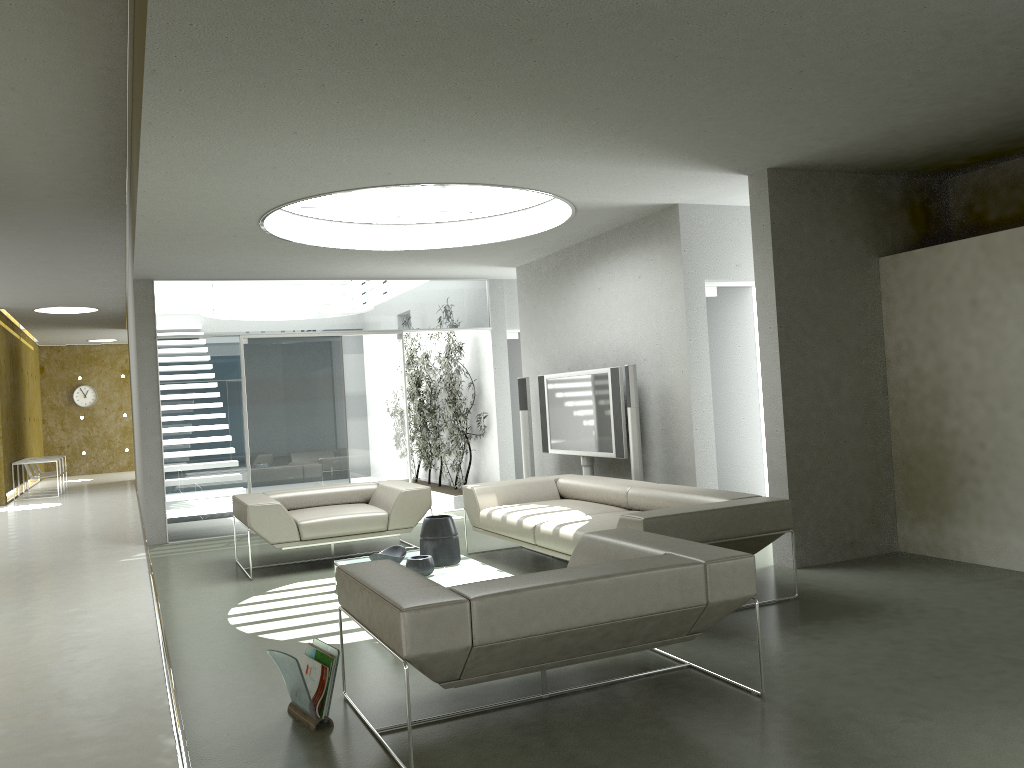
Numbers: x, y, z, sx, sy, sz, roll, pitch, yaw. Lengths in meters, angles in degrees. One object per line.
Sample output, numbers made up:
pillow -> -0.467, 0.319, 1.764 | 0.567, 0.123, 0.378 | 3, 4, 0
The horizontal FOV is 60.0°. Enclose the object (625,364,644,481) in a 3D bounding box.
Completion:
object -> 1.002, 0.577, 7.141 | 0.310, 1.469, 0.310 | -4, -1, 43

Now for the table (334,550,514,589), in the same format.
table -> -0.579, 1.286, 5.674 | 0.790, 0.200, 1.500 | -3, -1, -24

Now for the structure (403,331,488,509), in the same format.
structure -> -1.179, 0.234, 12.023 | 0.646, 2.589, 3.371 | -3, -1, -24

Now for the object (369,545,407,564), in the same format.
object -> -0.807, 1.139, 5.784 | 0.223, 0.125, 0.317 | -4, -1, 13

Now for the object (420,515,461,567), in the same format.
object -> -0.477, 1.026, 5.823 | 0.265, 0.309, 0.265 | -3, -1, -41

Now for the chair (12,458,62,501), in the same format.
chair -> -8.584, 1.720, 16.053 | 0.710, 0.667, 0.800 | -3, -1, -24

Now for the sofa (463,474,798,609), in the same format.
sofa -> 0.617, 1.027, 6.203 | 1.037, 0.585, 2.791 | -3, -1, -24

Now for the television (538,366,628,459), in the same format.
television -> 0.659, 0.272, 8.197 | 0.127, 0.781, 1.603 | -3, -1, -24

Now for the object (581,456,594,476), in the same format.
object -> 0.654, 1.008, 8.162 | 0.323, 0.689, 0.882 | -3, -1, -24

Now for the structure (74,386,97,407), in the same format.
structure -> -10.755, 0.311, 22.356 | 0.547, 0.539, 0.016 | -3, -1, -24

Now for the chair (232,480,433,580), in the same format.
chair -> -1.521, 1.182, 7.474 | 1.481, 0.583, 1.039 | -3, -1, -24

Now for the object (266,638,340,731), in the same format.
object -> -0.848, 1.223, 3.621 | 0.216, 0.288, 0.329 | -3, -1, -34

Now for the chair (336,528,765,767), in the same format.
chair -> 0.116, 1.018, 3.720 | 1.481, 0.583, 1.039 | -3, -1, -24

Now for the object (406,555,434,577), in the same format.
object -> -0.568, 1.125, 5.469 | 0.177, 0.113, 0.177 | -3, -1, -43

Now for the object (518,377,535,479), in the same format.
object -> 0.169, 0.664, 9.218 | 0.310, 1.469, 0.310 | -4, -1, 3

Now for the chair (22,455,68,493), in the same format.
chair -> -9.268, 1.789, 17.622 | 0.710, 0.667, 0.800 | -3, -1, -24

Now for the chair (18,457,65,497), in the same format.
chair -> -8.926, 1.754, 16.838 | 0.710, 0.667, 0.800 | -3, -1, -24

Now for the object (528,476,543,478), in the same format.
object -> 0.252, 1.157, 8.808 | 0.175, 0.461, 0.185 | -3, -1, -29
